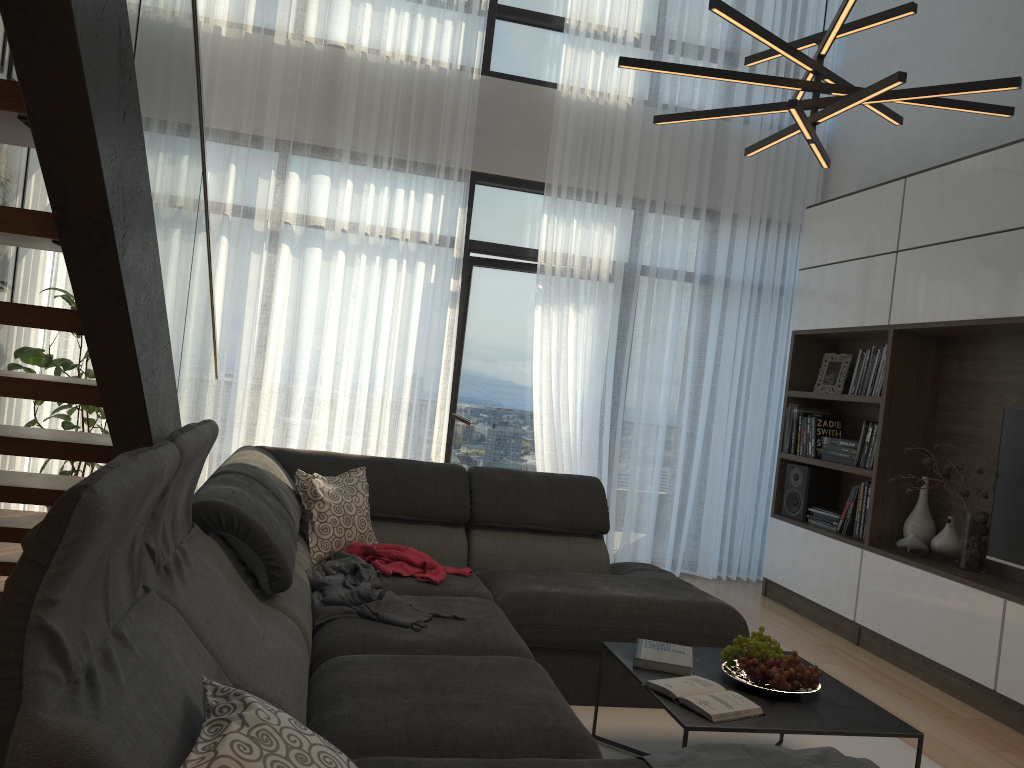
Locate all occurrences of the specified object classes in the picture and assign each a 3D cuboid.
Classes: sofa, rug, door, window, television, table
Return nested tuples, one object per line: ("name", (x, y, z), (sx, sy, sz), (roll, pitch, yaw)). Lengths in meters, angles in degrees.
("sofa", (0.024, 0.676, 2.692), (2.108, 0.995, 3.169), (7, 0, -12))
("rug", (0.810, 1.258, 2.579), (1.606, 0.013, 2.496), (7, 0, -12))
("door", (0.121, 0.171, 6.039), (1.118, 1.976, 0.206), (7, 0, -2))
("window", (-0.406, -0.141, 5.809), (4.808, 2.501, 0.119), (7, 0, -12))
("television", (2.358, 0.517, 3.481), (0.229, 0.779, 1.220), (7, 0, -12))
("window", (-0.051, -3.221, 5.801), (4.808, 2.500, 0.119), (7, 0, -12))
("table", (0.695, 1.068, 2.692), (0.700, 0.323, 0.700), (7, 0, -12))

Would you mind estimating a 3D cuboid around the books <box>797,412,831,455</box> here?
("books", (1.867, 0.317, 5.488), (0.202, 0.268, 0.053), (7, 0, -12))

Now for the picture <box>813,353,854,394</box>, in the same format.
("picture", (2.028, -0.062, 5.572), (0.114, 0.270, 0.216), (6, 0, -31))

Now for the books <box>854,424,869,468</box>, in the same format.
("books", (1.979, 0.346, 4.857), (0.172, 0.242, 0.069), (7, 0, -11))

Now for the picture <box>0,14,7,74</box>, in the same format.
("picture", (-2.287, -1.677, 3.891), (0.025, 0.504, 0.410), (7, 0, -12))

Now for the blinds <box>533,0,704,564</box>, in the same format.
("blinds", (0.739, -1.574, 5.702), (0.858, 5.579, 0.589), (6, 0, -35))

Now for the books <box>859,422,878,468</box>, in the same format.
("books", (2.010, 0.342, 4.838), (0.192, 0.254, 0.075), (7, 0, -13))

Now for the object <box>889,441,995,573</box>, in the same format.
("object", (2.117, 0.578, 4.311), (0.542, 0.598, 0.317), (7, 0, 24))

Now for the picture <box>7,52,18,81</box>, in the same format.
("picture", (-2.400, -1.606, 4.379), (0.025, 0.333, 0.410), (7, 0, -12))

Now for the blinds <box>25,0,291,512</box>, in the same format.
("blinds", (-1.901, -1.875, 5.190), (1.223, 5.581, 0.218), (7, 0, -15))

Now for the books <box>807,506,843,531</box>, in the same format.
("books", (1.900, 0.800, 5.244), (0.204, 0.099, 0.325), (7, 0, -12))

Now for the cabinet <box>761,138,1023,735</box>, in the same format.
("cabinet", (2.300, 0.179, 3.719), (0.338, 2.494, 4.036), (7, 0, -12))

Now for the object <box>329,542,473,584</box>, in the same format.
("object", (-0.445, 0.674, 3.413), (0.536, 0.077, 0.323), (7, 0, 22))

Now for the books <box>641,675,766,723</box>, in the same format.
("books", (0.535, 0.875, 2.493), (0.199, 0.025, 0.294), (6, 0, -33))

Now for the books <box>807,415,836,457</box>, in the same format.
("books", (1.881, 0.326, 5.382), (0.193, 0.255, 0.066), (7, 0, -13))

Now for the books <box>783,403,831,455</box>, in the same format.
("books", (1.855, 0.293, 5.577), (0.259, 0.321, 0.128), (7, 0, -12))

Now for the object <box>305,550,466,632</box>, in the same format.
("object", (-0.544, 0.690, 2.972), (0.411, 0.118, 0.905), (6, 0, -36))

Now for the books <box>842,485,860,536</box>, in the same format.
("books", (1.989, 0.716, 4.976), (0.210, 0.289, 0.100), (7, 0, -13))

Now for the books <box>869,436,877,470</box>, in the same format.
("books", (2.030, 0.342, 4.742), (0.197, 0.260, 0.066), (7, 0, -12))

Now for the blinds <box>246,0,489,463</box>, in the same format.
("blinds", (-0.853, -1.755, 5.442), (1.374, 5.581, 0.218), (7, 0, -14))

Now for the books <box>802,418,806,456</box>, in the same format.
("books", (1.866, 0.333, 5.431), (0.170, 0.236, 0.049), (7, 0, -12))

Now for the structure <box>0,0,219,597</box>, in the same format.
("structure", (-1.229, -0.473, 0.969), (1.289, 3.460, 5.660), (7, 0, -12))

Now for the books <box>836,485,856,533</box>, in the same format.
("books", (1.996, 0.719, 5.030), (0.232, 0.284, 0.142), (7, 0, -12))

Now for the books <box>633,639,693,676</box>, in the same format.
("books", (0.481, 0.865, 2.814), (0.179, 0.029, 0.225), (7, 0, 11))

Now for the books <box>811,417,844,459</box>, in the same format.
("books", (1.890, 0.329, 5.318), (0.191, 0.249, 0.083), (7, 0, -12))

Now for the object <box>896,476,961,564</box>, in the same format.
("object", (2.142, 0.681, 4.497), (0.313, 0.397, 0.313), (7, 0, 30))

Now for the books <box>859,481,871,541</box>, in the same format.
("books", (2.028, 0.703, 4.851), (0.237, 0.326, 0.026), (7, 0, -12))

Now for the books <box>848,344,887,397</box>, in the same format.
("books", (2.105, -0.066, 5.031), (0.185, 0.299, 0.367), (7, 0, -12))

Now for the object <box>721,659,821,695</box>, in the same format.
("object", (0.787, 0.902, 2.707), (0.295, 0.026, 0.295), (7, 0, -18))

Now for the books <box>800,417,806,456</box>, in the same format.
("books", (1.868, 0.333, 5.456), (0.189, 0.240, 0.053), (7, 0, -12))

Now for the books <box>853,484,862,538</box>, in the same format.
("books", (2.005, 0.714, 4.912), (0.213, 0.301, 0.028), (7, 0, -12))

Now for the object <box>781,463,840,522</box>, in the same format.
("object", (1.853, 0.677, 5.527), (0.244, 0.331, 0.214), (7, 0, -22))

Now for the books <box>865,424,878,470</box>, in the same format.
("books", (2.021, 0.346, 4.775), (0.191, 0.249, 0.084), (7, 0, -12))

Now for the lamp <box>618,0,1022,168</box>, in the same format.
("lamp", (1.102, -2.536, 2.648), (1.200, 3.645, 0.831), (7, 0, -2))

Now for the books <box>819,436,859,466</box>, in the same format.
("books", (1.986, 0.397, 5.120), (0.277, 0.137, 0.343), (7, 0, -12))

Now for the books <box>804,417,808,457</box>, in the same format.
("books", (1.864, 0.330, 5.408), (0.169, 0.242, 0.050), (7, 0, -13))

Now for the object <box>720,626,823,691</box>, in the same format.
("object", (0.803, 0.833, 2.702), (0.256, 0.173, 0.279), (7, 0, -15))

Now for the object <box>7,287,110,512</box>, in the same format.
("object", (-2.382, 0.154, 4.783), (0.528, 1.463, 0.774), (7, 0, 8))

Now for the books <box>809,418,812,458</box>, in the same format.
("books", (1.879, 0.332, 5.351), (0.177, 0.242, 0.066), (7, 0, -12))

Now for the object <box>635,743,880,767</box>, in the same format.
("object", (0.538, 0.942, 1.770), (0.548, 0.369, 0.685), (7, 0, -4))

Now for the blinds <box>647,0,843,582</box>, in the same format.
("blinds", (1.585, -1.476, 5.966), (1.163, 5.581, 0.218), (7, 0, -15))

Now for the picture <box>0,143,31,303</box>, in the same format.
("picture", (-2.428, -0.847, 4.122), (0.025, 0.990, 0.871), (7, 0, -12))

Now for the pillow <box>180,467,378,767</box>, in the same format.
("pillow", (-0.532, 0.554, 2.462), (0.386, 0.364, 2.734), (7, 0, -8))

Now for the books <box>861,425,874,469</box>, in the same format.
("books", (2.002, 0.346, 4.810), (0.179, 0.243, 0.071), (7, 0, -13))

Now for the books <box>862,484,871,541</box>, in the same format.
("books", (2.034, 0.710, 4.822), (0.239, 0.315, 0.034), (7, 0, -12))

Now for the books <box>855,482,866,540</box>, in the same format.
("books", (2.018, 0.708, 4.883), (0.237, 0.314, 0.034), (7, 0, -12))

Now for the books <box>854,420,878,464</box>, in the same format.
("books", (2.003, 0.338, 4.884), (0.197, 0.260, 0.066), (7, 0, -12))
